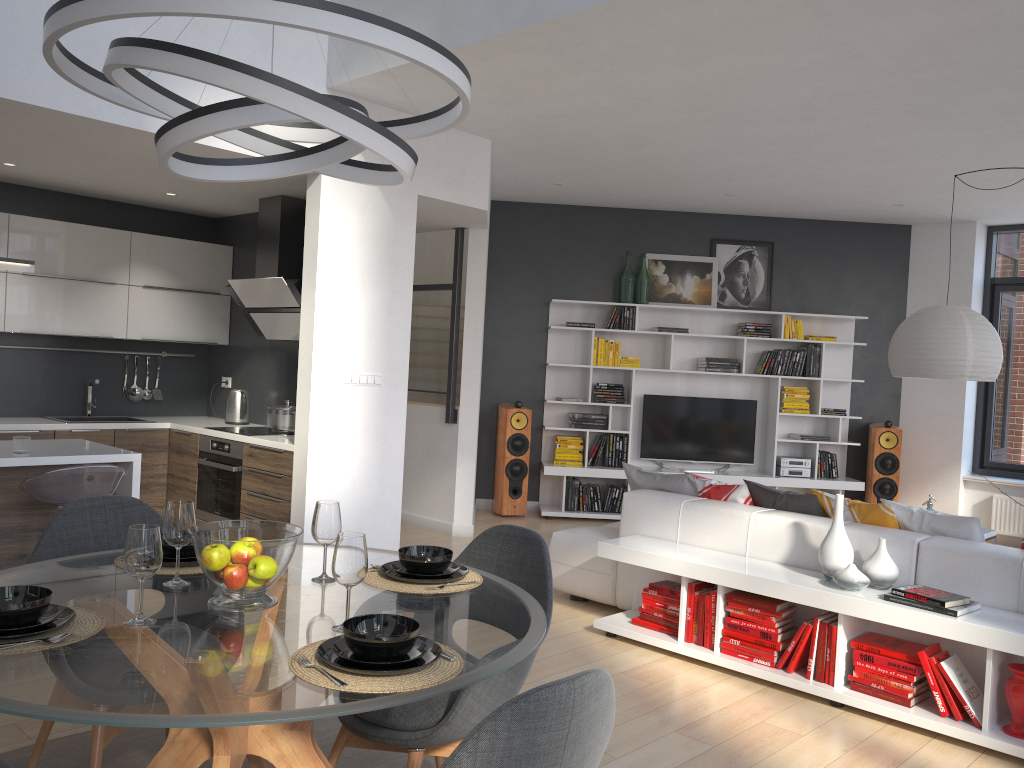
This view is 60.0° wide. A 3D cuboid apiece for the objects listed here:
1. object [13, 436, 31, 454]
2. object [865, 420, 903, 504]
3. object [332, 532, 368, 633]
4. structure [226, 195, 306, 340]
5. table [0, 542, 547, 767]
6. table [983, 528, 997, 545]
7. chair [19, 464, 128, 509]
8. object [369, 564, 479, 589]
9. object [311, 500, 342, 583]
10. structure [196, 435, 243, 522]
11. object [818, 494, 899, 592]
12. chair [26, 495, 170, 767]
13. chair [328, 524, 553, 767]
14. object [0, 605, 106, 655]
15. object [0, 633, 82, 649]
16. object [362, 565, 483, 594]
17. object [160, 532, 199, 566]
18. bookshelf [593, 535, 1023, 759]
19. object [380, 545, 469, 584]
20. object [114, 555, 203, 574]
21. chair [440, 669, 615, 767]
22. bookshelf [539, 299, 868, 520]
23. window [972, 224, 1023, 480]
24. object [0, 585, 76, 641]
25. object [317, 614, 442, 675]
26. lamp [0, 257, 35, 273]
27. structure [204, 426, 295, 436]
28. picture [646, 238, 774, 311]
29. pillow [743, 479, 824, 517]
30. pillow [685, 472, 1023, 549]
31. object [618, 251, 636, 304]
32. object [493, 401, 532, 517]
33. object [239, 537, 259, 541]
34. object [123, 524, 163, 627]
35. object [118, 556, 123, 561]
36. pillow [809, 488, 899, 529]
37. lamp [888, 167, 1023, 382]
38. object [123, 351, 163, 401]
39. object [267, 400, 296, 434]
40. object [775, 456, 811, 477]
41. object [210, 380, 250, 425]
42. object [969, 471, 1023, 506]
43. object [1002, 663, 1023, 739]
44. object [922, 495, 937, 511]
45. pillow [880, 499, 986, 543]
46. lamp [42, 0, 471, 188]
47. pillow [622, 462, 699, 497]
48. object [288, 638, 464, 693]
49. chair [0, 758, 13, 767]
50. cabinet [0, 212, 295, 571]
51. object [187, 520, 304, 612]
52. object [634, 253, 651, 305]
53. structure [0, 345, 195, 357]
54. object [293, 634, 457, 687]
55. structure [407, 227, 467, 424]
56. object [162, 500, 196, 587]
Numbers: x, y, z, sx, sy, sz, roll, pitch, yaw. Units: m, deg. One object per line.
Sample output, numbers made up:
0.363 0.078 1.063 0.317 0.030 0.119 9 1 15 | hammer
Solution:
-2.519 0.199 4.317 0.323 0.267 0.148 3 1 8 | object
3.551 0.883 8.512 0.290 1.088 0.434 3 1 13 | object
-0.377 0.458 2.054 0.083 0.220 0.083 3 1 4 | object
-1.650 -0.818 6.306 0.898 0.998 0.407 4 2 43 | structure
-0.683 0.931 2.236 1.499 0.764 1.499 4 1 33 | table
2.595 1.194 6.156 1.091 0.435 1.091 4 2 43 | table
-2.143 0.782 4.318 0.434 0.838 0.475 4 2 41 | chair
-0.271 0.554 2.591 0.206 0.015 0.309 2 2 -42 | object
-0.523 0.441 2.490 0.083 0.220 0.083 3 1 15 | object
-1.826 0.672 6.242 0.587 0.588 0.584 4 2 43 | structure
1.548 0.710 4.010 0.319 0.398 0.316 3 1 -23 | object
-1.192 0.836 2.789 0.619 0.891 0.655 4 2 45 | chair
-0.214 0.892 2.642 0.619 0.891 0.655 2 1 -40 | chair
-1.083 0.532 1.935 0.360 0.002 0.360 3 1 18 | object
-1.073 0.524 1.930 0.206 0.015 0.309 2 1 -37 | object
-0.264 0.563 2.585 0.360 0.002 0.360 3 1 -4 | object
-0.980 0.485 2.632 0.258 0.074 0.258 4 1 24 | object
1.508 1.158 3.953 2.600 0.500 0.356 4 2 43 | bookshelf
-0.254 0.525 2.592 0.258 0.074 0.258 4 1 24 | object
-0.987 0.523 2.639 0.360 0.002 0.360 3 1 18 | object
-0.142 0.915 1.680 0.619 0.891 0.655 4 2 45 | chair
1.817 0.308 8.444 3.000 2.052 0.455 3 1 -2 | bookshelf
5.287 -0.271 7.968 1.960 2.402 0.170 4 2 43 | window
-1.087 0.493 1.922 0.258 0.074 0.258 3 1 -27 | object
-0.274 0.539 1.850 0.258 0.074 0.258 3 1 -27 | object
-2.774 -0.959 4.176 0.020 0.756 0.998 4 2 43 | lamp
-1.776 0.331 6.269 0.600 0.006 0.550 4 2 43 | structure
1.905 -1.068 8.625 1.279 0.707 0.076 3 1 -2 | picture
2.106 0.796 4.327 2.120 0.436 0.608 4 1 39 | pillow
1.862 0.805 4.545 2.250 0.449 0.575 4 1 41 | pillow
1.098 -1.012 8.444 0.157 0.507 0.157 3 1 12 | object
-0.014 0.693 8.417 0.290 1.088 0.434 3 1 -17 | object
-0.684 0.432 2.288 0.078 0.073 0.077 3 1 3 | object
-0.842 0.433 2.020 0.083 0.220 0.083 3 1 4 | object
-0.991 0.515 2.634 0.309 0.015 0.206 2 2 -42 | object
2.619 0.835 4.579 2.095 0.440 0.630 3 1 0 | pillow
2.786 0.153 3.886 0.710 2.647 3.199 3 1 -11 | lamp
-2.901 -0.060 6.961 0.069 0.389 0.320 4 2 45 | object
-1.584 0.226 6.266 0.288 0.223 0.315 3 1 -6 | object
2.686 0.793 8.528 0.285 0.174 0.270 3 1 -2 | object
-2.188 0.140 6.898 0.179 0.318 0.590 2 1 -40 | object
2.126 0.580 3.360 0.607 0.744 0.406 3 1 -7 | object
1.989 1.235 3.457 0.125 0.258 0.125 4 1 21 | object
2.677 0.853 5.876 0.330 0.265 0.330 3 1 -23 | object
2.935 0.833 4.624 2.156 0.456 0.580 3 1 -21 | pillow
-0.494 -2.764 2.167 1.000 4.513 1.000 2 2 -45 | lamp
2.021 0.777 4.852 2.953 0.453 0.647 4 1 31 | pillow
-0.280 0.577 1.848 0.360 0.002 0.360 3 1 -4 | object
-1.286 0.852 1.760 0.619 0.891 0.655 2 1 -40 | chair
-3.272 -0.120 4.870 2.402 2.501 4.694 4 2 43 | cabinet
-0.670 0.457 2.222 0.278 0.184 0.278 2 1 -38 | object
1.252 -1.005 8.505 0.157 0.507 0.157 3 1 12 | object
-3.637 -0.266 6.178 0.050 0.045 3.000 4 2 43 | structure
-0.281 0.568 1.861 0.309 0.015 0.206 2 2 -42 | object
-0.952 -1.024 9.591 4.190 4.339 2.823 4 2 43 | structure
-0.890 0.424 2.367 0.083 0.220 0.083 3 1 -18 | object
